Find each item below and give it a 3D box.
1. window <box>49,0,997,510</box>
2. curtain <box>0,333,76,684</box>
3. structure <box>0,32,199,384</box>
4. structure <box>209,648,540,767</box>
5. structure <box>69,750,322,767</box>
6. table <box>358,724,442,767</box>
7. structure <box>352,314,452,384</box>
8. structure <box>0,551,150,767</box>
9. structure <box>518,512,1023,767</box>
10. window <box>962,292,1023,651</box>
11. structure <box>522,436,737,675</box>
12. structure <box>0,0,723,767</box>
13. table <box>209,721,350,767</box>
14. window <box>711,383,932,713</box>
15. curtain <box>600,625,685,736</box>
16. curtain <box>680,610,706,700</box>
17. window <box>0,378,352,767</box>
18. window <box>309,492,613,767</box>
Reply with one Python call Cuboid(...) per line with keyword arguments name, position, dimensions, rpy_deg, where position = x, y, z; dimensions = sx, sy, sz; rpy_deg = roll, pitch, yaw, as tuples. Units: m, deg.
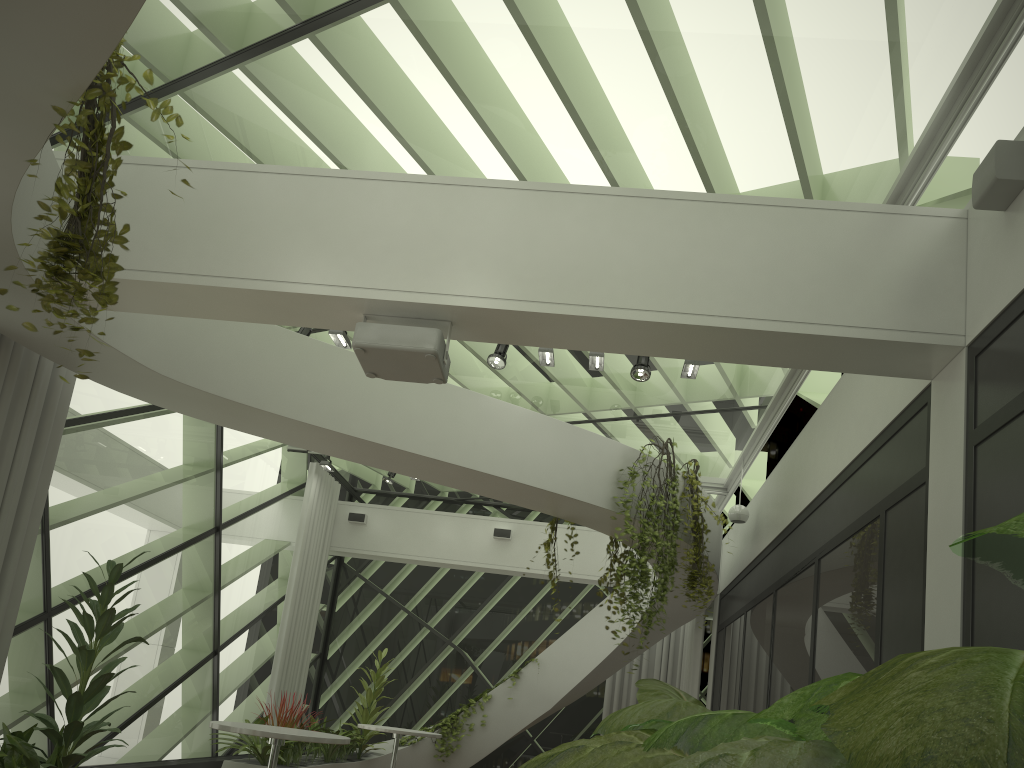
Cuboid(name="window", position=(-0.467, -1.220, 5.747), dimensions=(5.677, 0.053, 17.474), rpy_deg=(5, -21, 7))
Cuboid(name="curtain", position=(-3.211, 0.777, 5.246), dimensions=(0.160, 3.942, 1.085), rpy_deg=(6, -13, 6))
Cuboid(name="structure", position=(-1.738, -0.857, 2.721), dimensions=(1.472, 2.226, 4.739), rpy_deg=(16, -21, -28))
Cuboid(name="structure", position=(-1.813, 3.735, 10.388), dimensions=(2.045, 1.610, 4.943), rpy_deg=(-6, -24, 36))
Cuboid(name="structure", position=(-3.608, 2.866, 5.781), dimensions=(0.258, 0.485, 15.818), rpy_deg=(6, -21, 7))
Cuboid(name="table", position=(-1.210, 4.030, 8.801), dimensions=(0.862, 1.056, 0.885), rpy_deg=(-6, -21, 40))
Cuboid(name="structure", position=(-0.547, -0.190, 4.456), dimensions=(0.461, 0.266, 0.405), rpy_deg=(5, -18, 6))
Cuboid(name="structure", position=(-2.678, 1.208, 3.814), dimensions=(0.852, 1.537, 3.476), rpy_deg=(6, -19, 7))
Cuboid(name="structure", position=(0.861, 2.276, 4.588), dimensions=(1.779, 1.651, 9.302), rpy_deg=(6, -21, 7))
Cuboid(name="window", position=(1.607, -0.002, 0.202), dimensions=(0.050, 3.117, 7.413), rpy_deg=(6, -20, 7))
Cuboid(name="structure", position=(1.006, 1.501, 7.751), dimensions=(1.664, 1.998, 1.468), rpy_deg=(16, -18, -27))
Cuboid(name="structure", position=(-1.301, -0.272, 0.593), dimensions=(5.904, 4.065, 25.470), rpy_deg=(4, -21, 12))
Cuboid(name="table", position=(-1.501, 2.660, 5.321), dimensions=(0.862, 1.056, 0.885), rpy_deg=(-6, -21, 40))
Cuboid(name="window", position=(2.218, 2.875, 7.512), dimensions=(0.050, 3.117, 7.506), rpy_deg=(6, -20, 7))
Cuboid(name="curtain", position=(2.003, 4.369, 12.850), dimensions=(1.228, 3.942, 0.166), rpy_deg=(6, -13, 5))
Cuboid(name="curtain", position=(2.455, 4.109, 12.015), dimensions=(0.160, 3.942, 1.038), rpy_deg=(6, -13, 6))
Cuboid(name="window", position=(-3.559, 0.668, 5.557), dimensions=(0.084, 4.462, 17.508), rpy_deg=(6, -20, 7))
Cuboid(name="window", position=(-0.058, 4.109, 13.342), dimensions=(5.727, 4.479, 0.039), rpy_deg=(6, -13, 6))
